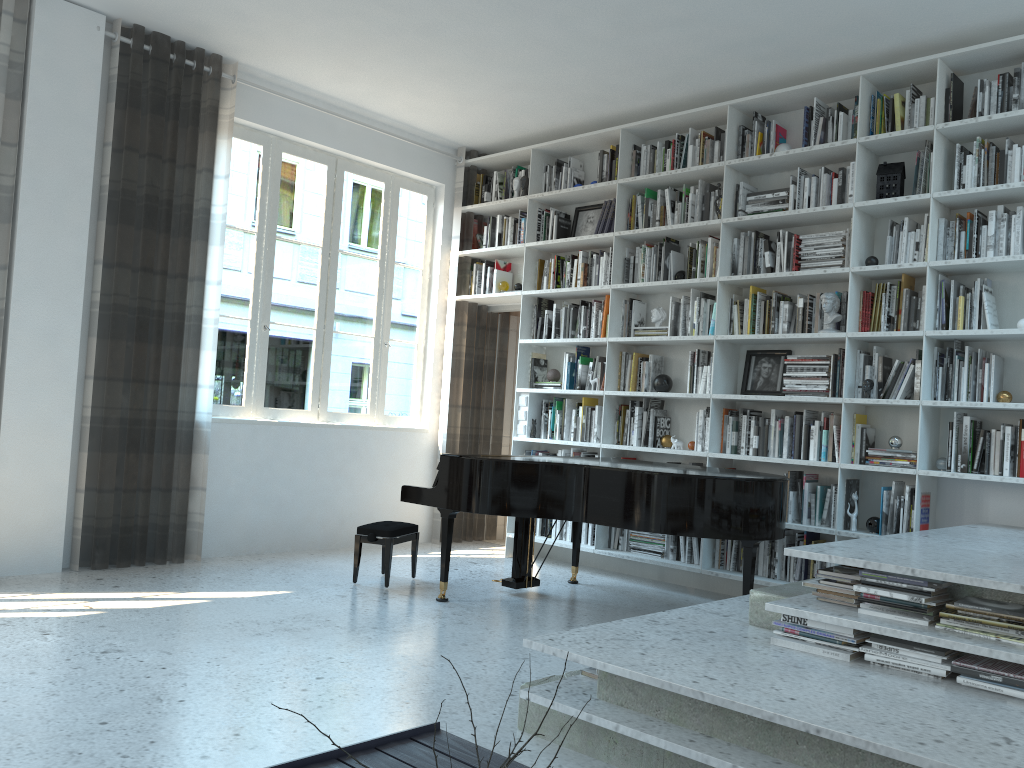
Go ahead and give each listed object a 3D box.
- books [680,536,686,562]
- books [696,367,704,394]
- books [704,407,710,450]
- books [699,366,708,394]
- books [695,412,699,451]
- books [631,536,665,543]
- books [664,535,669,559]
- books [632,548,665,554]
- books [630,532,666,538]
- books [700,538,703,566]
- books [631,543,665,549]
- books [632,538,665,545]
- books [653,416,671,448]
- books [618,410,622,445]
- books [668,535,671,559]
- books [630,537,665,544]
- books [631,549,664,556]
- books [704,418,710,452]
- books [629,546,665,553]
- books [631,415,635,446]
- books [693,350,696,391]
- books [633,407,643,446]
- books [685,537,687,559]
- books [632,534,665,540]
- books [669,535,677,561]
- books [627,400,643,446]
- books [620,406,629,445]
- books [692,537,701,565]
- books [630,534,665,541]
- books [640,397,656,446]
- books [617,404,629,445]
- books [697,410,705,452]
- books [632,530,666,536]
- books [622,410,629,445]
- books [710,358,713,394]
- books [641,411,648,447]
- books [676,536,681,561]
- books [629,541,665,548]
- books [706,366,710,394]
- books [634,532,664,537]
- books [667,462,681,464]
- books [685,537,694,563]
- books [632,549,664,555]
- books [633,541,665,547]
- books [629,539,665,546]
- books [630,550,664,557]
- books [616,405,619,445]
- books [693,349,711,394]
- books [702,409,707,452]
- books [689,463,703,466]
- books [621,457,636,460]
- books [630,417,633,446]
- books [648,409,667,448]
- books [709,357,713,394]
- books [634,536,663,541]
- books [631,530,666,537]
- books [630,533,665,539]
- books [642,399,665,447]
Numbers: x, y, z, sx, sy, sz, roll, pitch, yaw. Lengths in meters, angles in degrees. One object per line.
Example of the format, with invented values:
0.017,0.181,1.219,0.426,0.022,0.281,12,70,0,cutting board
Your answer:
1.161,1.034,5.810,0.062,0.253,0.178,2,-3,44,books
1.268,-0.015,5.827,0.030,0.183,0.154,2,-3,44,books
1.297,0.297,5.762,0.014,0.290,0.132,2,-2,44,books
1.289,-0.019,5.786,0.057,0.188,0.156,2,-3,44,books
1.249,0.314,5.806,0.012,0.254,0.161,2,-2,44,books
0.967,1.049,6.013,0.285,0.007,0.159,1,-3,44,books
1.068,1.031,5.894,0.012,0.254,0.161,2,-2,44,books
0.959,1.125,6.009,0.254,0.007,0.161,1,-3,45,books
0.965,1.021,6.014,0.285,0.005,0.159,2,-3,43,books
1.271,1.032,5.686,0.024,0.260,0.189,2,-3,44,books
0.958,1.090,6.005,0.254,0.007,0.161,2,-3,40,books
0.964,1.063,6.010,0.254,0.007,0.161,1,-3,45,books
1.018,0.329,6.025,0.023,0.212,0.160,2,-3,44,books
0.806,0.309,6.213,0.030,0.239,0.157,2,-2,44,books
1.095,1.026,5.890,0.031,0.265,0.144,2,-2,44,books
0.965,1.056,6.011,0.285,0.007,0.159,1,-3,45,books
0.954,1.138,6.004,0.161,0.007,0.254,6,-3,-42,books
1.305,0.331,5.740,0.029,0.221,0.153,2,-3,44,books
0.955,1.117,6.005,0.285,0.007,0.159,2,-3,40,books
0.890,0.323,6.132,0.021,0.215,0.172,2,-3,44,books
1.246,-0.070,5.849,0.011,0.291,0.156,2,-2,44,books
0.907,0.297,6.114,0.027,0.269,0.185,2,-3,44,books
1.185,1.045,5.783,0.011,0.232,0.174,2,-3,44,books
0.964,1.032,6.013,0.254,0.006,0.161,2,-3,43,books
1.106,1.058,5.859,0.029,0.202,0.178,2,-3,44,books
0.862,0.274,6.162,0.014,0.313,0.166,2,-2,44,books
0.816,0.293,6.194,0.012,0.272,0.181,2,-2,44,books
1.230,1.024,5.750,0.073,0.275,0.181,2,-3,44,books
0.962,1.037,6.011,0.285,0.005,0.159,2,-3,42,books
0.941,0.264,6.119,0.013,0.339,0.138,2,-2,44,books
0.794,0.287,6.231,0.013,0.283,0.146,2,-2,44,books
1.268,0.306,5.775,0.027,0.269,0.159,2,-2,44,books
0.964,1.005,6.007,0.161,0.006,0.254,6,-3,-42,books
0.841,0.306,6.181,0.042,0.248,0.162,2,-3,44,books
1.349,-0.057,5.734,0.027,0.269,0.178,2,-2,44,books
0.947,0.313,6.098,0.028,0.241,0.135,2,-2,44,books
1.136,1.041,5.848,0.028,0.238,0.136,2,-2,44,books
0.958,1.083,6.004,0.285,0.007,0.159,2,-3,40,books
1.322,-0.017,5.762,0.024,0.188,0.172,2,-3,44,books
0.967,1.016,6.015,0.254,0.006,0.161,1,-3,44,books
1.077,0.667,5.940,0.012,0.285,0.159,2,-2,44,books
1.189,1.023,5.770,0.012,0.274,0.180,2,-2,44,books
0.960,1.132,6.011,0.254,0.007,0.161,1,-3,44,books
0.963,1.077,6.010,0.254,0.007,0.161,1,-3,45,books
0.957,1.069,6.003,0.285,0.007,0.159,2,-3,39,books
0.960,1.145,6.011,0.285,0.007,0.159,1,-3,44,books
0.790,0.292,6.247,0.013,0.275,0.147,2,-2,44,books
1.252,-0.074,5.838,0.012,0.298,0.166,2,-2,44,books
1.291,0.304,5.773,0.010,0.277,0.155,2,-2,44,books
1.202,0.666,5.836,0.025,0.294,0.134,2,-2,44,books
0.807,0.658,6.195,0.013,0.288,0.161,2,-2,44,books
0.875,0.333,6.150,0.024,0.196,0.157,2,-3,44,books
0.992,0.303,6.032,0.027,0.261,0.163,2,-2,44,books
1.329,-0.046,5.743,0.012,0.244,0.171,2,-3,44,books
0.965,1.043,6.014,0.254,0.006,0.161,1,-3,44,books
0.961,1.010,6.009,0.285,0.005,0.159,2,-3,40,books
0.965,1.027,6.013,0.285,0.005,0.159,1,-3,45,books
0.967,0.269,6.061,0.050,0.328,0.166,2,-2,44,books
